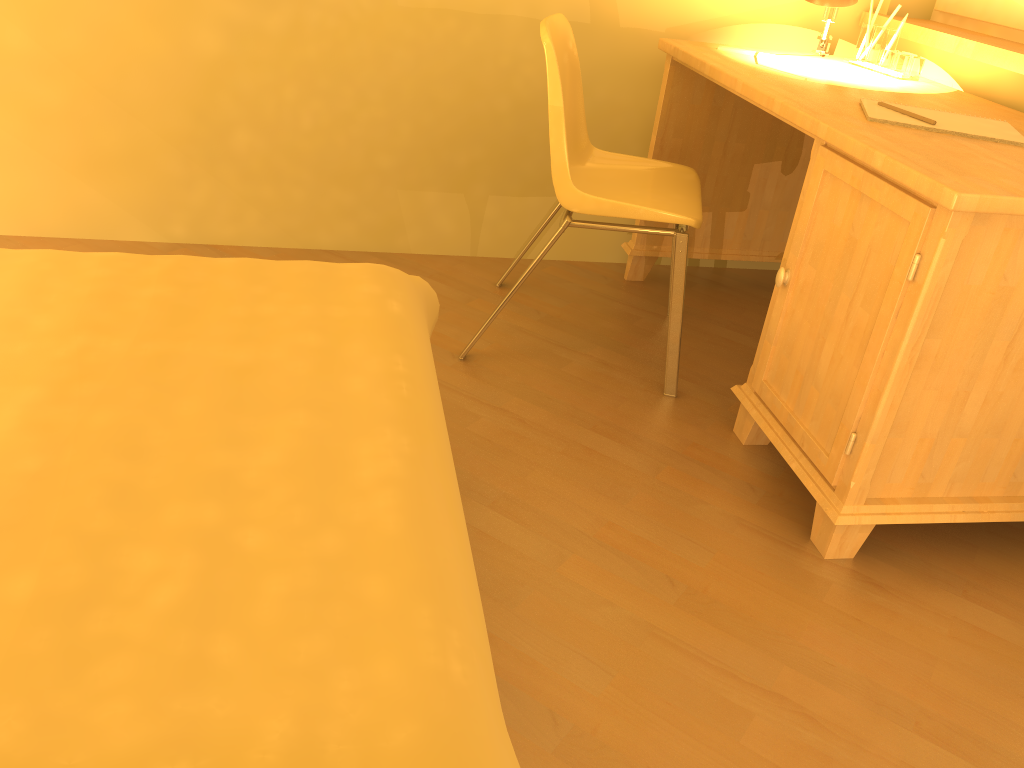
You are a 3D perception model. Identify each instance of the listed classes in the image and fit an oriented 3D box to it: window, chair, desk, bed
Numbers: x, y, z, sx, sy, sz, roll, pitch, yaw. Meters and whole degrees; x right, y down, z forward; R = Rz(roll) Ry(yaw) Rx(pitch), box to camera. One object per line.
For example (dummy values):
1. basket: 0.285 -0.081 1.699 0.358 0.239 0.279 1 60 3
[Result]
1. window: 1.453 -1.269 1.721 0.142 1.263 1.486 1 30 -12
2. chair: 0.225 -0.474 2.226 0.546 0.785 0.531 11 29 5
3. desk: 0.820 -0.311 2.143 0.684 0.720 1.396 1 30 -12
4. bed: -1.177 0.020 0.890 2.378 0.894 1.286 1 30 -12

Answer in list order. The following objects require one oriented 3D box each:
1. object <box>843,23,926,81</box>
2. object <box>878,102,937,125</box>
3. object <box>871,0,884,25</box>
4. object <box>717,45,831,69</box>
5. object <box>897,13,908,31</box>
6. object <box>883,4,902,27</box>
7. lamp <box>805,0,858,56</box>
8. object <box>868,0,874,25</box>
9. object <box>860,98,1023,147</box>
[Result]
1. object: 1.006 -0.898 2.388 0.070 0.105 0.240 -3 31 -19
2. object: 0.797 -0.549 1.796 0.008 0.009 0.166 -4 31 -20
3. object: 0.994 -0.987 2.461 0.034 0.165 0.009 -3 31 -19
4. object: 0.705 -0.882 2.387 0.300 0.009 0.040 16 30 14
5. object: 1.029 -0.930 2.395 0.010 0.138 0.043 -14 36 -34
6. object: 1.012 -0.966 2.438 0.073 0.155 0.008 30 36 35
7. lamp: 0.836 -1.084 2.318 0.140 0.455 0.484 13 29 10
8. object: 0.985 -0.981 2.449 0.053 0.162 0.009 -13 35 -33
9. object: 0.867 -0.532 1.796 0.300 0.010 0.210 13 29 10
